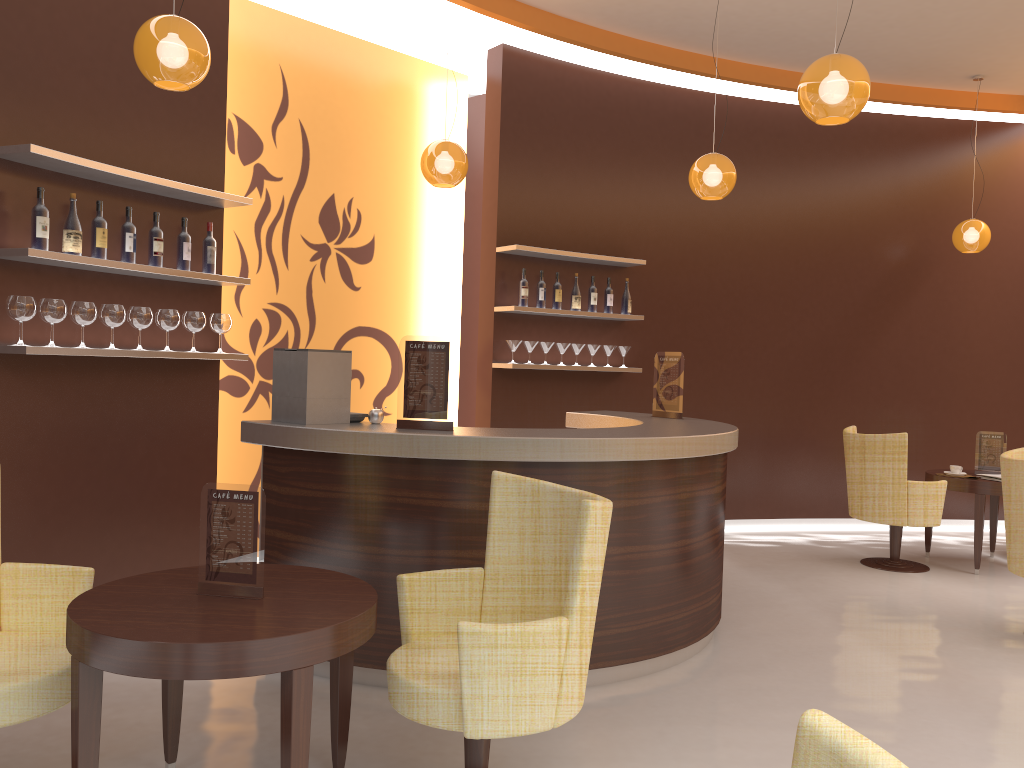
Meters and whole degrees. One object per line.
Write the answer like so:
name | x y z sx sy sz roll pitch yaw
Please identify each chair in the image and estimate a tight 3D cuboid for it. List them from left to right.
chair | -1.643 0.777 2.657 0.685 1.017 0.729 2 1 3
chair | -0.052 0.827 2.819 0.685 1.017 0.729 1 1 -26
chair | 0.061 0.873 0.764 0.685 1.017 0.729 3 1 28
chair | 2.822 0.845 6.594 0.685 1.017 0.729 2 1 -7
chair | 3.026 0.888 4.817 0.685 1.017 0.729 2 1 13

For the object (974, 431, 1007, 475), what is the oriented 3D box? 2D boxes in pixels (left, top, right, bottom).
object | 3.648 0.531 6.758 0.209 0.335 0.042 2 1 19

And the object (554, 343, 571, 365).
object | 0.389 -0.230 6.900 0.137 0.174 0.137 1 1 -29

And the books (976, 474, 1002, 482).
books | 3.642 0.687 6.460 0.367 0.035 0.345 2 1 -14

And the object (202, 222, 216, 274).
object | -1.664 -0.740 4.874 0.073 0.297 0.073 2 1 6

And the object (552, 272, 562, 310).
object | 0.349 -0.713 6.848 0.073 0.297 0.073 2 1 -6

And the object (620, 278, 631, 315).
object | 0.929 -0.707 7.204 0.086 0.303 0.086 2 1 10

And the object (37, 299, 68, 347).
object | -2.117 -0.279 4.084 0.125 0.221 0.125 2 1 21

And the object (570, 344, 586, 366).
object | 0.510 -0.228 6.983 0.137 0.174 0.137 1 1 -29

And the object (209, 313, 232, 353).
object | -1.629 -0.280 4.953 0.125 0.221 0.125 2 1 21

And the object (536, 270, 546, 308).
object | 0.223 -0.716 6.756 0.073 0.297 0.073 3 1 34

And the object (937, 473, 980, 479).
object | 3.308 0.678 6.652 0.239 0.021 0.464 2 1 10

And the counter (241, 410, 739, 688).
counter | 0.283 0.758 4.680 1.586 1.100 2.917 3 2 41

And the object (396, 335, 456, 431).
object | -0.379 -0.006 3.915 0.258 0.414 0.052 2 1 10

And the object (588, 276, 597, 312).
object | 0.640 -0.708 7.035 0.073 0.297 0.073 3 1 34

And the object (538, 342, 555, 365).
object | 0.260 -0.234 6.817 0.137 0.174 0.137 1 1 -29

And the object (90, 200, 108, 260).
object | -2.001 -0.739 4.298 0.073 0.297 0.073 1 1 -34

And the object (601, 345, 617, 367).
object | 0.776 -0.222 7.143 0.137 0.174 0.137 2 1 21

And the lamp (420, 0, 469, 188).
lamp | -0.400 -1.984 5.511 0.299 1.500 0.299 2 1 14

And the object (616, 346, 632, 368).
object | 0.909 -0.219 7.223 0.137 0.174 0.137 1 1 -29

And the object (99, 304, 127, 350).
object | -1.972 -0.280 4.377 0.125 0.221 0.125 2 1 21

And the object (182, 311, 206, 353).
object | -1.727 -0.281 4.815 0.125 0.221 0.125 2 1 21

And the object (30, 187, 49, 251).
object | -2.127 -0.737 3.997 0.073 0.297 0.073 2 1 6

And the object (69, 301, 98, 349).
object | -2.047 -0.279 4.232 0.125 0.221 0.125 2 1 21

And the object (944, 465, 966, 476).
object | 3.327 0.650 6.656 0.153 0.069 0.153 2 1 23

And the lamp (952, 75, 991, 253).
lamp | 3.968 -1.882 7.608 0.299 1.500 0.299 2 1 -4

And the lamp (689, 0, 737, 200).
lamp | 1.295 -1.930 5.625 0.299 1.500 0.299 2 1 14

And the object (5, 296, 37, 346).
object | -2.181 -0.278 3.939 0.125 0.221 0.125 2 1 21

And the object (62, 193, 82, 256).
object | -2.067 -0.744 4.171 0.086 0.303 0.086 1 1 -25

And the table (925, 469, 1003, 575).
table | 3.602 1.037 6.727 0.872 0.679 0.874 3 1 33

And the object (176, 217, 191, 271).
object | -1.752 -0.740 4.735 0.073 0.297 0.073 2 1 -7

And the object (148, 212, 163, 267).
object | -1.842 -0.739 4.585 0.073 0.297 0.073 2 1 6

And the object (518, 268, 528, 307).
object | 0.086 -0.718 6.653 0.073 0.297 0.073 3 1 34

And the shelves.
shelves | -0.723 -0.573 5.667 0.586 0.902 4.744 3 2 43

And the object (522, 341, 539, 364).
object | 0.134 -0.236 6.725 0.137 0.174 0.137 1 2 -39

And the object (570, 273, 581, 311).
object | 0.501 -0.716 6.957 0.086 0.303 0.086 1 1 -20

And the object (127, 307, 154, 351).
object | -1.896 -0.280 4.522 0.125 0.221 0.125 2 1 21

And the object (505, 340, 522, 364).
object | 0.009 -0.239 6.634 0.137 0.174 0.137 1 2 -39

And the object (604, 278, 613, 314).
object | 0.775 -0.705 7.117 0.073 0.297 0.073 3 1 34

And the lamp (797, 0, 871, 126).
lamp | 1.414 -1.889 3.830 0.299 1.500 0.299 1 1 -26

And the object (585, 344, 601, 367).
object | 0.641 -0.225 7.064 0.137 0.174 0.137 1 1 -29

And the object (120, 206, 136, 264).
object | -1.923 -0.739 4.445 0.073 0.297 0.073 2 1 6

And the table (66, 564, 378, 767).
table | -0.852 0.973 2.651 0.872 0.679 0.874 3 2 43

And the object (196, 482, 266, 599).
object | -0.839 0.466 2.656 0.209 0.335 0.042 2 1 10

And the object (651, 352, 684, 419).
object | 0.978 0.006 5.550 0.052 0.414 0.258 1 1 -35

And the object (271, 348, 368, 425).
object | -0.894 0.009 4.189 0.270 0.340 0.373 3 2 41

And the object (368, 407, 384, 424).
object | -0.642 0.149 4.188 0.075 0.077 0.075 1 1 -35

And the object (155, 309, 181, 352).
object | -1.812 -0.281 4.667 0.125 0.221 0.125 2 1 21

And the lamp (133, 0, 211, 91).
lamp | -1.378 -1.978 3.642 0.299 1.500 0.299 1 1 -25
